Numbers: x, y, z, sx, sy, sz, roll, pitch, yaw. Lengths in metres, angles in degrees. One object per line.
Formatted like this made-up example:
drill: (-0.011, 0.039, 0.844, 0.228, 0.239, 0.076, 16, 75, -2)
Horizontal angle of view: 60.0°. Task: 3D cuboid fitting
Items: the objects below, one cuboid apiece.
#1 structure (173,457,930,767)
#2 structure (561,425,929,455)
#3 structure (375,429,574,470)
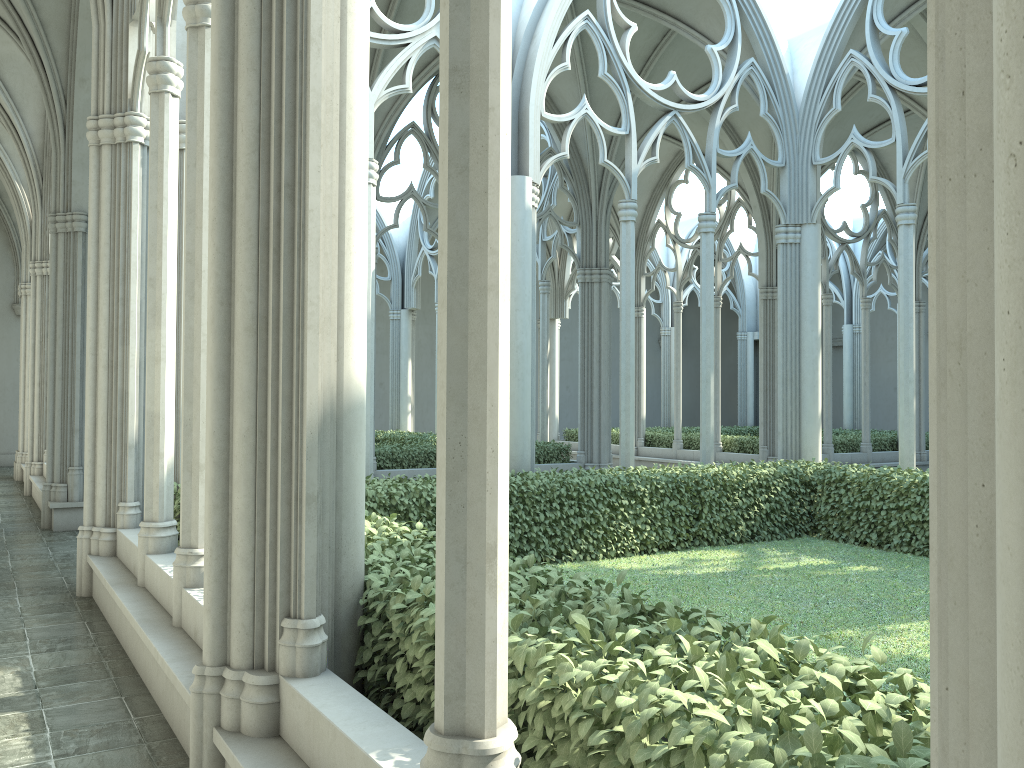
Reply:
structure: (2.460, 1.281, 6.262, 8.018, 0.963, 7.995, 1, -1, -31)
structure: (6.856, 1.701, 24.217, 8.018, 0.963, 7.995, 1, -1, -31)
structure: (-4.315, 1.488, 17.445, 8.018, 0.963, 7.995, 1, -1, -31)
